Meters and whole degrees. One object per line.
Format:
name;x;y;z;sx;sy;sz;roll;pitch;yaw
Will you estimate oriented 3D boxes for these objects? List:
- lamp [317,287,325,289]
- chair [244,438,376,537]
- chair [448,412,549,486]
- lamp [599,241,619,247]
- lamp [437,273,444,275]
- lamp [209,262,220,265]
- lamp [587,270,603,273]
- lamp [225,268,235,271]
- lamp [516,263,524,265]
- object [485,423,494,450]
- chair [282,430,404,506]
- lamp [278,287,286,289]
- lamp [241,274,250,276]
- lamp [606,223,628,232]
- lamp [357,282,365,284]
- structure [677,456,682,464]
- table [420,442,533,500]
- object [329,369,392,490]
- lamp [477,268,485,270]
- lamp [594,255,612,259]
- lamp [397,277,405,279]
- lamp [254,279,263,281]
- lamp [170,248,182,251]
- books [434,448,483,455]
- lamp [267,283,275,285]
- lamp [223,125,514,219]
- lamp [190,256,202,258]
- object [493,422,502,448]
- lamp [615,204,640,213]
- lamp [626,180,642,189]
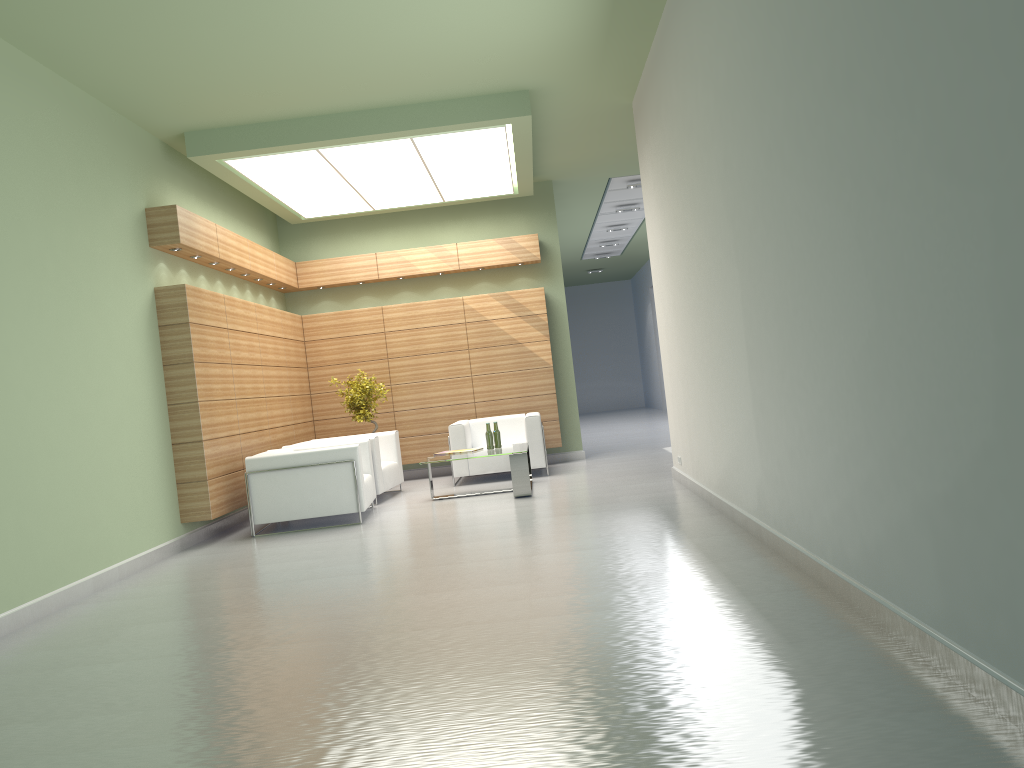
lamp;-4.279;-2.184;19.867;0.181;0.074;0.181;-7;0;-4
chair;-3.221;1.645;14.541;1.802;1.234;1.894;-7;0;-3
chair;-0.260;1.304;18.221;1.894;1.234;1.802;-7;0;2
lamp;3.351;-4.851;30.635;0.657;0.159;0.286;-7;0;2
lamp;-1.598;-2.489;19.788;0.181;0.074;0.181;-7;0;-4
lamp;-5.101;-2.087;15.179;0.181;0.074;0.181;-7;0;-15
lamp;3.569;-4.881;38.143;0.657;0.159;0.286;-7;0;2
lamp;-5.077;-2.090;15.981;0.181;0.074;0.181;-7;0;-26
lamp;0.178;-2.692;19.735;0.181;0.074;0.181;-7;0;-4
object;-0.404;0.930;15.786;0.131;0.475;0.131;-7;0;-34
chair;-3.137;1.634;16.864;1.769;1.234;1.894;-7;0;7
lamp;-4.983;-2.103;19.221;0.181;0.074;0.181;-7;0;-15
lamp;-5.054;-2.093;16.795;0.181;0.074;0.181;-7;0;-15
lamp;3.260;-4.839;27.503;0.657;0.159;0.286;-7;0;2
lamp;-3.387;-2.285;19.841;0.181;0.074;0.181;-7;0;-4
structure;2.670;1.213;14.131;0.017;0.118;0.262;-7;0;2
table;-0.567;1.562;15.663;1.783;0.742;2.197;-7;0;2
object;-3.124;0.952;18.496;1.201;2.565;1.116;-7;0;-30
lamp;-0.701;-2.592;19.761;0.181;0.074;0.181;-7;0;-38
lamp;3.440;-4.864;33.681;0.657;0.159;0.286;-7;0;2
lamp;-2.483;-2.388;19.814;0.181;0.074;0.181;-7;0;-38
lamp;-5.031;-2.096;17.593;0.181;0.074;0.181;-7;0;-15
lamp;-5.148;-2.080;13.571;0.181;0.074;0.181;-7;0;-26
books;-0.965;1.220;16.025;0.762;0.025;0.508;-6;0;22
lamp;-5.007;-2.100;18.413;0.181;0.074;0.181;-7;0;-26
lamp;-2.311;-4.003;16.673;4.571;0.325;5.060;-7;0;2
lamp;-5.124;-2.083;14.367;0.181;0.074;0.181;-7;0;-15
object;-0.273;0.914;15.903;0.131;0.475;0.131;-7;0;-34
lamp;3.167;-4.826;24.316;0.657;0.159;0.286;-7;0;2
lamp;3.079;-4.814;21.265;0.657;0.159;0.286;-7;0;2
